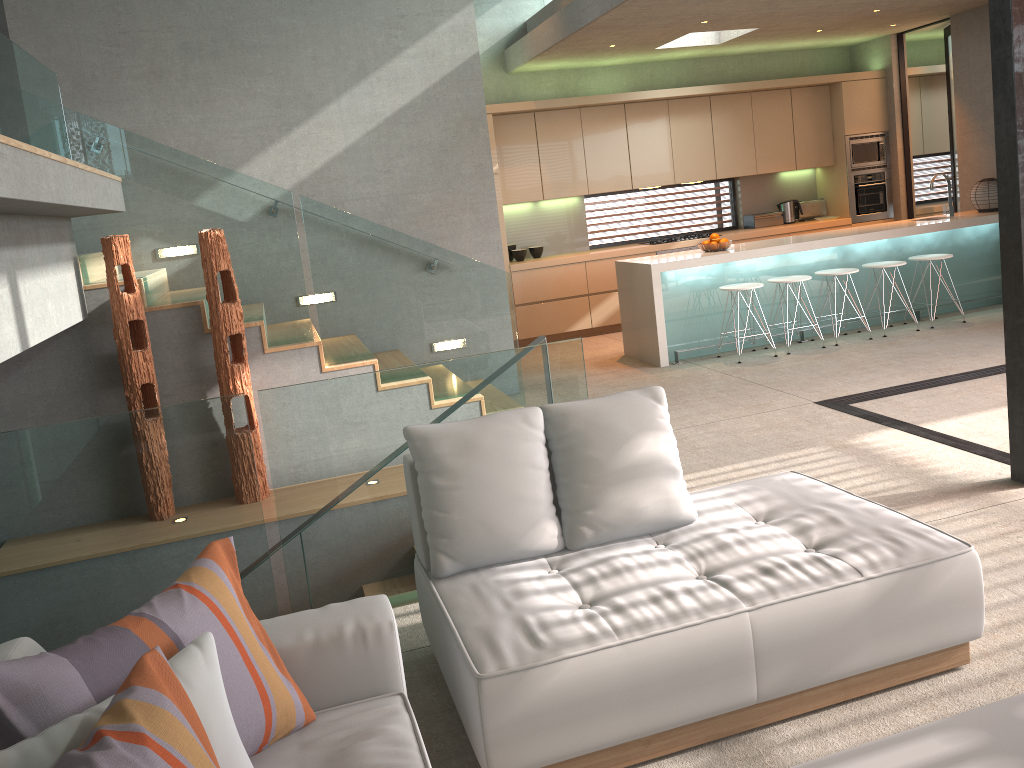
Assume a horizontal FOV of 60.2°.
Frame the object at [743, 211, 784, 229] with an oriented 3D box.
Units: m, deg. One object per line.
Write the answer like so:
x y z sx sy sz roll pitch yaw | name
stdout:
3.030 -1.973 10.642 0.401 0.158 0.242 -10 11 -15 | object

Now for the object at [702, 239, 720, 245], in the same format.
1.814 -1.269 8.070 0.173 0.099 0.098 -1 11 29 | object

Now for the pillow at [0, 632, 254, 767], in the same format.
-0.688 0.761 1.605 0.238 0.401 0.602 -2 11 28 | pillow

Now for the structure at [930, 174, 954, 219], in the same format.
4.216 -1.849 8.715 0.097 0.436 0.260 -9 9 -14 | structure

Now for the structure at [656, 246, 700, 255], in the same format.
2.017 -1.288 9.906 0.831 0.495 0.080 -10 8 -15 | structure

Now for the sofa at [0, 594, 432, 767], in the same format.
-0.349 1.117 0.681 1.052 0.744 3.493 -9 12 -14 | sofa

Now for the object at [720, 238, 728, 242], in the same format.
1.947 -1.293 8.118 0.095 0.093 0.095 -11 11 -26 | object

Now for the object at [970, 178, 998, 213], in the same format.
4.816 -1.909 8.921 0.342 0.331 0.342 -11 10 -23 | object

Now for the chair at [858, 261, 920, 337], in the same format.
3.386 -0.780 7.999 0.383 0.617 0.385 -9 9 -15 | chair

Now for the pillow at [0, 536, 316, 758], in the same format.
-0.762 0.671 1.888 0.279 0.499 0.706 -2 11 28 | pillow

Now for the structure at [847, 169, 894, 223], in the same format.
4.191 -2.261 10.655 0.598 0.574 0.502 -9 10 -15 | structure

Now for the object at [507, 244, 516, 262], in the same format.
-0.055 -1.449 9.813 0.227 0.186 0.226 -14 12 -37 | object

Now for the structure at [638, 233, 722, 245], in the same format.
1.913 -1.642 10.105 0.841 0.090 0.468 -10 12 -15 | structure

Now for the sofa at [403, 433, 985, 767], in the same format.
0.526 0.552 2.931 1.601 0.725 1.022 -10 11 -15 | sofa

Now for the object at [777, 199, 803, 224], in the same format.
3.355 -2.085 10.687 0.278 0.282 0.179 -8 9 -10 | object

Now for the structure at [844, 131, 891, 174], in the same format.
4.127 -2.760 10.610 0.598 0.433 0.464 -9 10 -15 | structure

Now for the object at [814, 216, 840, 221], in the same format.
3.765 -1.976 10.548 0.310 0.034 0.313 4 16 43 | object

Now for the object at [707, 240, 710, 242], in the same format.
1.812 -1.285 8.175 0.086 0.086 0.088 0 12 35 | object

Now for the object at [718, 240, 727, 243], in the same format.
1.916 -1.269 8.033 0.087 0.086 0.087 -11 10 -24 | object

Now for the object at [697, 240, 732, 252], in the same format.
1.863 -1.262 8.106 0.316 0.081 0.318 -10 12 -14 | object

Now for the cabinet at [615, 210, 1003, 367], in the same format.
3.094 -0.992 8.504 4.134 0.890 0.807 -10 10 -15 | cabinet

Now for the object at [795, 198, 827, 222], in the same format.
3.646 -2.127 10.817 0.391 0.245 0.151 -10 9 -15 | object

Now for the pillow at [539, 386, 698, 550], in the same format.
0.374 0.287 3.119 0.493 0.478 0.268 -9 9 -14 | pillow

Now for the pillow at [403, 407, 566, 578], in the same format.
-0.088 0.356 2.996 0.493 0.493 0.240 -9 8 -14 | pillow

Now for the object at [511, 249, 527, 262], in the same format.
0.084 -1.407 9.679 0.170 0.125 0.170 -12 12 -28 | object

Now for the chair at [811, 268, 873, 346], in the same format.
2.911 -0.697 7.869 0.383 0.617 0.385 -9 9 -15 | chair

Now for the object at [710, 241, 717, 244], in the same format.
1.834 -1.253 8.022 0.081 0.080 0.082 -4 10 14 | object

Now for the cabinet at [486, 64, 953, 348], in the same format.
3.023 -2.089 9.732 7.494 2.540 1.982 -10 9 -15 | cabinet

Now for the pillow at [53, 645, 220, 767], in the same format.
-0.577 0.785 1.299 0.310 0.489 0.747 -5 11 8 | pillow

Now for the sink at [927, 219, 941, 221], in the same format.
4.241 -1.566 8.865 0.375 0.133 0.378 -10 12 -14 | sink

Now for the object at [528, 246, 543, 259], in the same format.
0.273 -1.469 9.868 0.170 0.125 0.170 -12 12 -28 | object

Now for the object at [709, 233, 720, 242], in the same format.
1.864 -1.340 8.131 0.095 0.093 0.095 -6 10 5 | object

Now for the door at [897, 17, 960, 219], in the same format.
1.248 -0.486 5.733 15.487 4.426 5.785 -17 14 -42 | door

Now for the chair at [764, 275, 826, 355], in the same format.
2.454 -0.617 7.746 0.383 0.617 0.385 -9 9 -15 | chair

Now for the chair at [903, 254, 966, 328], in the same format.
3.868 -0.865 8.131 0.383 0.617 0.385 -9 9 -15 | chair

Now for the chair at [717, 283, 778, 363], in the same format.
2.002 -0.538 7.624 0.383 0.617 0.385 -9 9 -15 | chair
